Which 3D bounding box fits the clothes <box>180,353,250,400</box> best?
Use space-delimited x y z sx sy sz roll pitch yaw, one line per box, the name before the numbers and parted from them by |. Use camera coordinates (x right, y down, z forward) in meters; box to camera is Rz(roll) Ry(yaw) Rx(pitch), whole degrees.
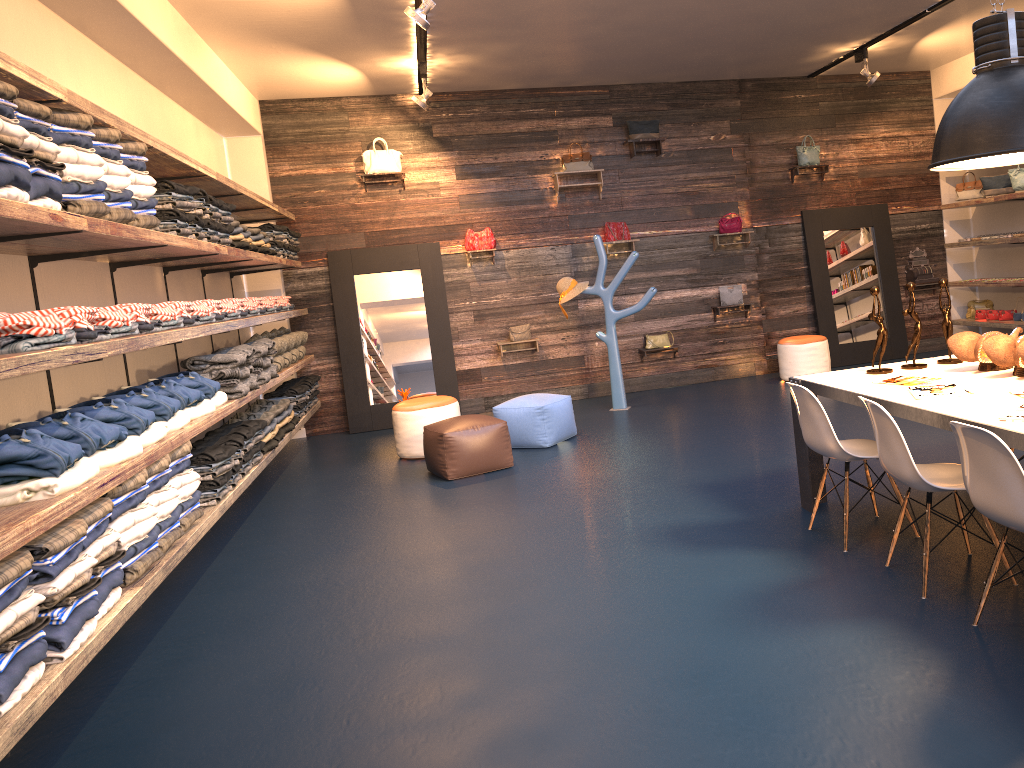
clothes | -1.852 -0.043 5.437 0.395 0.302 0.332 -8 6 -21

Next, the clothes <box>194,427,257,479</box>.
clothes | -1.780 0.436 5.383 0.365 0.298 0.297 -7 5 -10

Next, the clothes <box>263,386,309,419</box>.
clothes | -1.998 0.178 7.725 0.381 0.298 0.319 -7 6 -7

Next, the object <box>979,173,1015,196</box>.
object | 5.590 -2.288 9.965 0.388 0.231 0.191 -3 6 29

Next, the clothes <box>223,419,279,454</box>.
clothes | -1.920 0.378 6.167 0.418 0.250 0.346 -6 6 0

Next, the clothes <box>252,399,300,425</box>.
clothes | -2.033 0.249 7.338 0.433 0.250 0.334 -7 6 -12

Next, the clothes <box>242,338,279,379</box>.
clothes | -1.974 -0.173 6.565 0.413 0.316 0.338 -8 6 -23

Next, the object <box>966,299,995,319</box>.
object | 5.836 -0.940 10.811 0.348 0.233 0.212 -3 6 23

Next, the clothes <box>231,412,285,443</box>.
clothes | -1.956 0.336 6.551 0.433 0.250 0.334 -7 6 -12

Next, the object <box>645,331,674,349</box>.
object | 1.708 -0.502 9.974 0.395 0.173 0.212 -10 7 -33

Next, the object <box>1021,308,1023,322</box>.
object | 5.866 -0.847 9.838 0.195 0.278 0.060 -5 4 10

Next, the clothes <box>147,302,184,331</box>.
clothes | -1.925 -0.337 4.530 0.343 0.158 0.327 -5 6 11

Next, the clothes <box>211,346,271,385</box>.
clothes | -1.927 -0.127 6.202 0.395 0.302 0.332 -8 6 -21

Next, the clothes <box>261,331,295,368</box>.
clothes | -2.110 -0.307 7.646 0.342 0.341 0.389 -6 6 -2

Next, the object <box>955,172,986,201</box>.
object | 5.526 -2.396 10.484 0.325 0.334 0.178 -2 6 35

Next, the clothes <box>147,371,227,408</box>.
clothes | -1.910 0.051 4.988 0.440 0.240 0.415 -7 6 -10

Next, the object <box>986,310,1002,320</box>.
object | 5.787 -0.828 10.393 0.207 0.118 0.096 -3 6 23

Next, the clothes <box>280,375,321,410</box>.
clothes | -2.090 0.092 8.516 0.375 0.298 0.632 -7 6 -5

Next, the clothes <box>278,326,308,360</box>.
clothes | -2.194 -0.401 8.501 0.342 0.341 0.389 -6 6 -2

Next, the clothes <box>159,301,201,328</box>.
clothes | -1.934 -0.382 4.859 0.334 0.154 0.337 -7 7 -14

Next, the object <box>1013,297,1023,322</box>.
object | 5.851 -0.861 9.964 0.190 0.278 0.062 -4 5 20

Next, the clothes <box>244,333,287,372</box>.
clothes | -2.068 -0.260 7.219 0.342 0.341 0.389 -6 6 -2

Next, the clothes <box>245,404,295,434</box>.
clothes | -1.997 0.292 6.954 0.418 0.250 0.346 -6 6 0

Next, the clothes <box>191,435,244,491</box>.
clothes | -1.748 0.470 5.067 0.387 0.298 0.303 -8 6 -21

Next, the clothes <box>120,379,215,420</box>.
clothes | -1.872 0.094 4.599 0.419 0.240 0.436 -5 6 6

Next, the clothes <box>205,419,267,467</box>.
clothes | -1.811 0.401 5.701 0.358 0.298 0.303 -6 5 -3

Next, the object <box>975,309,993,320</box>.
object | 5.767 -0.851 10.600 0.207 0.118 0.096 -3 6 23

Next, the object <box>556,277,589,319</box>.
object | 0.641 -0.894 8.995 0.349 0.440 0.343 -7 5 -13

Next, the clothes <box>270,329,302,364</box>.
clothes | -2.152 -0.354 8.074 0.342 0.341 0.389 -6 6 -2

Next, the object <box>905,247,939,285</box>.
object | 5.118 -1.485 10.867 0.372 0.459 0.226 -7 5 -11

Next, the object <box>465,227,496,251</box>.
object | -0.349 -1.575 9.452 0.340 0.253 0.137 -6 5 -1

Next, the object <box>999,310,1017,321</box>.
object | 5.829 -0.809 10.195 0.206 0.118 0.096 -3 6 24

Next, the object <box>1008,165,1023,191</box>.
object | 5.580 -2.292 9.430 0.340 0.365 0.190 -3 6 33

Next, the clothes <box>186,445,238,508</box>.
clothes | -1.707 0.504 4.753 0.381 0.298 0.319 -7 6 -7

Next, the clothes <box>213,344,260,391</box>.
clothes | -1.899 -0.089 5.801 0.413 0.316 0.338 -8 6 -23

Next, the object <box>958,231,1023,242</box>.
object | 5.739 -1.712 9.983 0.496 0.060 1.479 -6 7 -6

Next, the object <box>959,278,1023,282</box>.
object | 5.733 -1.186 9.869 0.363 0.024 1.822 -6 7 -5

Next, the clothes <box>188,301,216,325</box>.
clothes | -1.994 -0.413 5.228 0.343 0.158 0.327 -5 6 11

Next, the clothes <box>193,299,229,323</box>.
clothes | -2.003 -0.458 5.557 0.334 0.154 0.337 -7 7 -14

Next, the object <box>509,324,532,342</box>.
object | 0.090 -0.565 9.588 0.292 0.175 0.096 -10 6 -33

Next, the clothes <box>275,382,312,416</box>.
clothes | -2.040 0.144 8.038 0.387 0.298 0.303 -8 6 -21
